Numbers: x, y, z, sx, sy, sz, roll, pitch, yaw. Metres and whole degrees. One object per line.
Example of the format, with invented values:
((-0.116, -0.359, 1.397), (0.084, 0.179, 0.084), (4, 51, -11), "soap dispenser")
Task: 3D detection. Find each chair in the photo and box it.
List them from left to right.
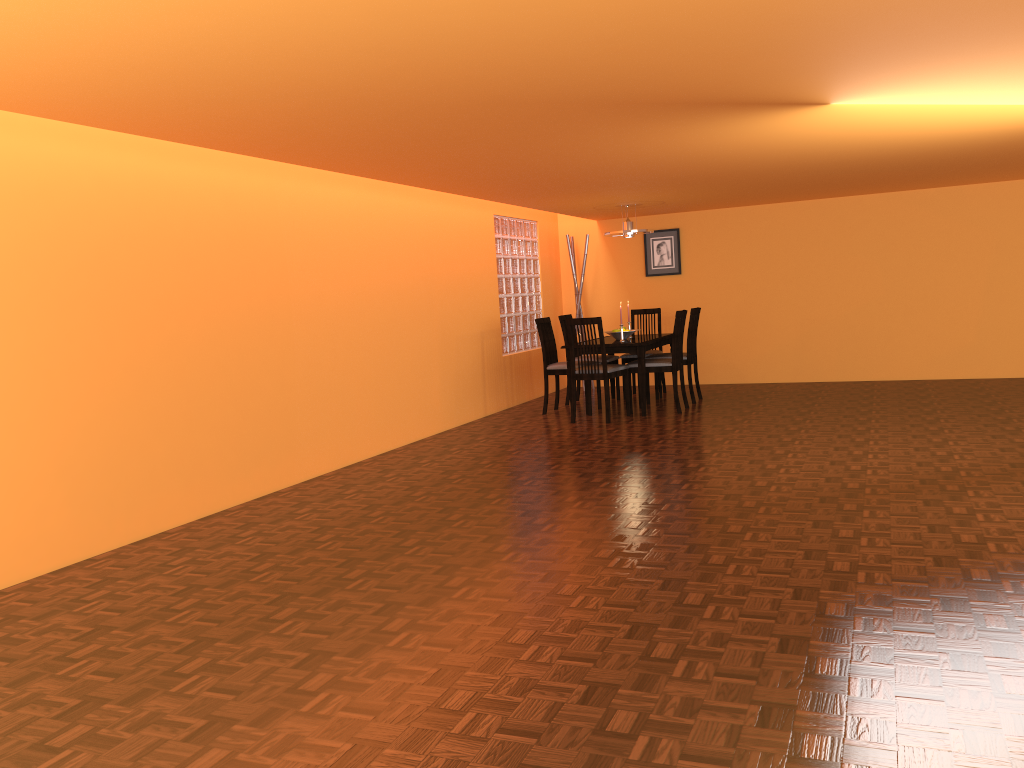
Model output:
((0.470, -0.161, 7.409), (0.465, 0.809, 0.373), (-1, 6, 23), "chair")
((0.692, -0.226, 7.938), (0.465, 0.809, 0.373), (-1, 6, 23), "chair")
((0.654, -0.118, 6.854), (0.373, 0.809, 0.465), (-1, 6, 28), "chair")
((1.224, -0.285, 8.191), (0.373, 0.809, 0.465), (-2, 6, 18), "chair")
((1.175, -0.177, 7.110), (0.465, 0.809, 0.373), (-1, 6, 23), "chair")
((1.397, -0.242, 7.639), (0.465, 0.809, 0.373), (-1, 6, 23), "chair")

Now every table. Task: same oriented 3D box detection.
((0.966, -0.089, 7.517), (0.697, 0.584, 1.259), (-1, 6, 23), "table")

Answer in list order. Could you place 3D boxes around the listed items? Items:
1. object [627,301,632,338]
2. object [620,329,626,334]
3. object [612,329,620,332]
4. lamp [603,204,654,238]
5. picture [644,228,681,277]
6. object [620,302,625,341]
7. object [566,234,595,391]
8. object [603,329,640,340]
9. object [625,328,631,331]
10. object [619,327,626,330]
((1.014, -0.568, 7.698), (0.044, 0.326, 0.044), (-3, 6, 12), "object")
((0.921, -0.436, 7.354), (0.046, 0.046, 0.055), (-3, 6, 6), "object")
((0.878, -0.421, 7.438), (0.089, 0.076, 0.087), (-1, 6, 29), "object")
((1.006, -1.410, 7.685), (0.435, 0.274, 0.435), (2, 8, 45), "lamp")
((1.504, -1.312, 8.868), (0.361, 0.456, 0.014), (-1, 6, 23), "picture")
((0.884, -0.508, 7.169), (0.044, 0.326, 0.044), (-3, 6, 12), "object")
((0.694, -0.719, 9.008), (0.308, 1.589, 0.226), (2, 8, 45), "object")
((0.917, -0.410, 7.453), (0.337, 0.072, 0.337), (-5, 6, -11), "object")
((0.976, -0.436, 7.447), (0.055, 0.070, 0.066), (-3, 6, 4), "object")
((0.940, -0.454, 7.517), (0.069, 0.066, 0.069), (0, 7, 33), "object")
